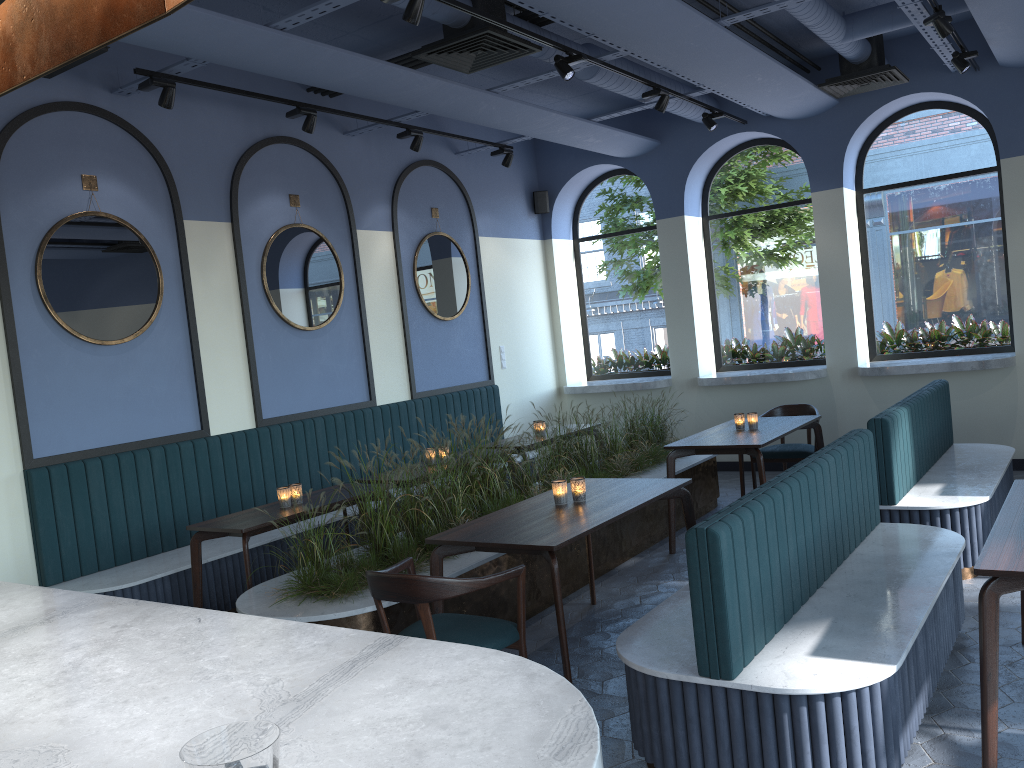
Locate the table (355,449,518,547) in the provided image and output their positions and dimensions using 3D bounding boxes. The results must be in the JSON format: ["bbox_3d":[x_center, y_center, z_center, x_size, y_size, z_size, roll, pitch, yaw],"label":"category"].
[{"bbox_3d":[-0.491,0.958,6.535,0.548,0.755,1.332,-4,4,34],"label":"table"}]

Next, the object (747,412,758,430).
[{"bbox_3d":[1.781,0.274,6.559,0.078,0.120,0.078,-9,4,-38],"label":"object"}]

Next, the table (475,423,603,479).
[{"bbox_3d":[0.290,0.813,7.688,0.548,0.755,1.332,-4,4,34],"label":"table"}]

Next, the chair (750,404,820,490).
[{"bbox_3d":[2.326,0.593,7.411,0.618,0.793,0.525,-4,4,34],"label":"chair"}]

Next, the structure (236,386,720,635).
[{"bbox_3d":[0.176,0.684,6.082,1.143,1.207,4.878,-4,4,36],"label":"structure"}]

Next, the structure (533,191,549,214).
[{"bbox_3d":[-0.249,-1.630,3.418,7.261,0.268,13.143,-5,3,18],"label":"structure"}]

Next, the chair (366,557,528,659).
[{"bbox_3d":[-0.280,1.078,3.562,0.618,0.793,0.525,-4,4,34],"label":"chair"}]

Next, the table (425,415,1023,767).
[{"bbox_3d":[1.204,0.994,2.497,3.997,0.755,9.778,-5,3,18],"label":"table"}]

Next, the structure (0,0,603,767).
[{"bbox_3d":[-2.143,-0.083,0.662,3.220,3.800,3.653,-4,4,34],"label":"structure"}]

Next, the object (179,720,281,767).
[{"bbox_3d":[-0.314,0.456,1.009,0.111,0.102,0.111,-6,3,6],"label":"object"}]

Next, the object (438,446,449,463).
[{"bbox_3d":[-0.500,0.519,6.532,0.078,0.120,0.078,-5,3,17],"label":"object"}]

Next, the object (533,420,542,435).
[{"bbox_3d":[0.227,0.379,7.691,0.078,0.120,0.078,-5,3,17],"label":"object"}]

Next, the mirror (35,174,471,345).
[{"bbox_3d":[-1.653,-0.973,7.113,0.026,1.089,4.357,-4,4,34],"label":"mirror"}]

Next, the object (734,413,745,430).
[{"bbox_3d":[1.698,0.280,6.610,0.078,0.120,0.078,-9,4,-38],"label":"object"}]

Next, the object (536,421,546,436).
[{"bbox_3d":[0.251,0.382,7.596,0.078,0.120,0.078,-5,3,17],"label":"object"}]

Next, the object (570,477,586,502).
[{"bbox_3d":[0.339,0.538,4.516,0.078,0.120,0.078,-5,3,17],"label":"object"}]

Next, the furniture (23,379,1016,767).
[{"bbox_3d":[0.459,0.692,5.891,4.703,1.150,4.800,-4,4,34],"label":"furniture"}]

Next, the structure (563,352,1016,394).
[{"bbox_3d":[3.254,0.125,3.668,4.315,0.080,14.155,-6,3,-4],"label":"structure"}]

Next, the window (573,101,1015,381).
[{"bbox_3d":[3.341,-1.118,3.638,3.897,2.394,14.212,-6,3,-5],"label":"window"}]

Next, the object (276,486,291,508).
[{"bbox_3d":[-1.361,0.677,5.301,0.078,0.120,0.078,-9,4,-38],"label":"object"}]

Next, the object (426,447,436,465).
[{"bbox_3d":[-0.595,0.531,6.509,0.078,0.120,0.078,-5,3,17],"label":"object"}]

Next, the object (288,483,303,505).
[{"bbox_3d":[-1.311,0.668,5.384,0.078,0.120,0.078,-9,4,-38],"label":"object"}]

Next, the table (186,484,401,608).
[{"bbox_3d":[-1.259,1.101,5.400,0.548,0.755,1.285,-4,4,34],"label":"table"}]

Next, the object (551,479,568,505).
[{"bbox_3d":[0.244,0.549,4.493,0.078,0.120,0.078,-5,3,17],"label":"object"}]
